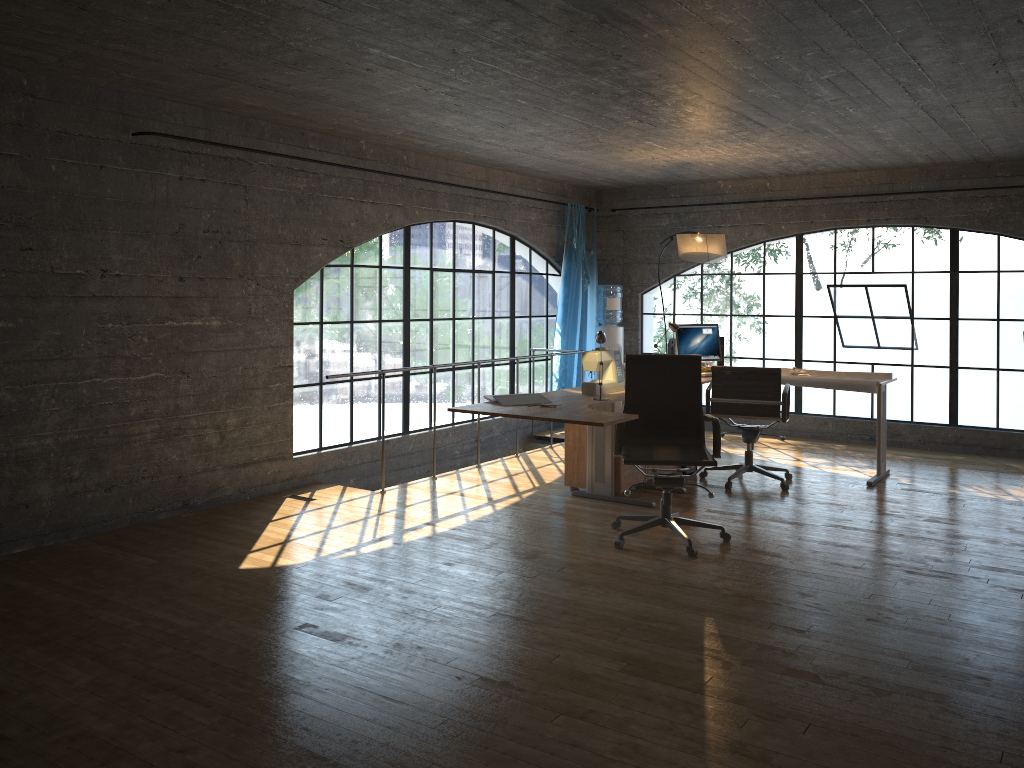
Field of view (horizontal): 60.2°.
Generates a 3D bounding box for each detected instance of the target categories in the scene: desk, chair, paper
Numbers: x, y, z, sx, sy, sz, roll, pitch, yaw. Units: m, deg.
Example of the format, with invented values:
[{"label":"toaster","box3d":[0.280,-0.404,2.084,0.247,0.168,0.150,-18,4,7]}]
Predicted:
[{"label":"desk","box3d":[1.273,0.410,5.793,1.638,0.737,3.518,4,6,35]},{"label":"chair","box3d":[0.889,0.357,4.908,0.653,1.014,0.686,0,2,4]},{"label":"paper","box3d":[2.383,-0.032,6.716,0.852,0.113,0.583,4,7,34]},{"label":"chair","box3d":[1.699,0.285,6.451,0.653,0.858,0.686,1,2,21]}]

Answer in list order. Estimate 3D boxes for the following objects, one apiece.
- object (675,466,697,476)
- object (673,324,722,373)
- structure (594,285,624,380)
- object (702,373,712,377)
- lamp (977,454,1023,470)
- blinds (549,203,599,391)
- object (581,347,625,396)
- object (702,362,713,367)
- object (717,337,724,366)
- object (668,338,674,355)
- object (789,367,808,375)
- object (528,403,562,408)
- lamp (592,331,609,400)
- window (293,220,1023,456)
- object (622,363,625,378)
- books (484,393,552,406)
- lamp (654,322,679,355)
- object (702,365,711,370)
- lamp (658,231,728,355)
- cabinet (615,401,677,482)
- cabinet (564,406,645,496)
[{"label":"object","box3d":[1.163,0.471,6.785,0.481,0.411,0.200,3,3,39]},{"label":"object","box3d":[1.519,-0.296,7.220,0.470,0.390,0.286,-2,3,-31]},{"label":"structure","box3d":[1.036,-0.322,9.423,0.327,1.475,0.327,0,1,-35]},{"label":"object","box3d":[1.624,-0.074,6.899,0.491,0.011,0.188,-3,7,-31]},{"label":"lamp","box3d":[3.998,-0.326,7.275,0.386,1.926,6.266,0,5,-10]},{"label":"blinds","box3d":[0.699,-0.716,9.125,0.262,2.281,0.947,0,1,31]},{"label":"object","box3d":[0.570,-0.088,5.617,0.137,0.284,0.404,1,4,34]},{"label":"object","box3d":[1.581,-0.169,7.381,0.144,0.032,0.152,5,7,39]},{"label":"object","box3d":[1.739,-0.256,7.387,0.085,0.277,0.085,1,1,36]},{"label":"object","box3d":[1.281,-0.233,7.139,0.085,0.277,0.085,0,1,-12]},{"label":"object","box3d":[2.274,-0.103,6.963,0.159,0.064,0.054,0,2,1]},{"label":"object","box3d":[0.181,0.120,4.878,0.142,0.013,0.128,5,7,37]},{"label":"lamp","box3d":[0.521,-0.111,5.223,0.105,0.408,0.207,0,1,21]},{"label":"window","box3d":[1.704,-0.557,8.062,6.943,1.868,3.200,0,4,-5]},{"label":"object","box3d":[0.791,-0.084,6.336,0.099,0.135,0.155,-1,3,-21]},{"label":"books","box3d":[0.027,0.083,5.083,0.307,0.044,0.319,-2,6,-21]},{"label":"lamp","box3d":[1.226,-0.287,7.021,0.207,0.409,0.105,0,1,2]},{"label":"object","box3d":[1.599,-0.134,7.367,0.204,0.036,0.205,4,7,32]},{"label":"lamp","box3d":[1.489,-0.610,9.996,0.386,1.926,6.266,0,5,-1]},{"label":"cabinet","box3d":[0.959,0.418,6.519,0.473,0.571,0.426,2,3,42]},{"label":"cabinet","box3d":[0.649,0.458,6.103,0.427,0.571,0.426,2,3,32]}]
